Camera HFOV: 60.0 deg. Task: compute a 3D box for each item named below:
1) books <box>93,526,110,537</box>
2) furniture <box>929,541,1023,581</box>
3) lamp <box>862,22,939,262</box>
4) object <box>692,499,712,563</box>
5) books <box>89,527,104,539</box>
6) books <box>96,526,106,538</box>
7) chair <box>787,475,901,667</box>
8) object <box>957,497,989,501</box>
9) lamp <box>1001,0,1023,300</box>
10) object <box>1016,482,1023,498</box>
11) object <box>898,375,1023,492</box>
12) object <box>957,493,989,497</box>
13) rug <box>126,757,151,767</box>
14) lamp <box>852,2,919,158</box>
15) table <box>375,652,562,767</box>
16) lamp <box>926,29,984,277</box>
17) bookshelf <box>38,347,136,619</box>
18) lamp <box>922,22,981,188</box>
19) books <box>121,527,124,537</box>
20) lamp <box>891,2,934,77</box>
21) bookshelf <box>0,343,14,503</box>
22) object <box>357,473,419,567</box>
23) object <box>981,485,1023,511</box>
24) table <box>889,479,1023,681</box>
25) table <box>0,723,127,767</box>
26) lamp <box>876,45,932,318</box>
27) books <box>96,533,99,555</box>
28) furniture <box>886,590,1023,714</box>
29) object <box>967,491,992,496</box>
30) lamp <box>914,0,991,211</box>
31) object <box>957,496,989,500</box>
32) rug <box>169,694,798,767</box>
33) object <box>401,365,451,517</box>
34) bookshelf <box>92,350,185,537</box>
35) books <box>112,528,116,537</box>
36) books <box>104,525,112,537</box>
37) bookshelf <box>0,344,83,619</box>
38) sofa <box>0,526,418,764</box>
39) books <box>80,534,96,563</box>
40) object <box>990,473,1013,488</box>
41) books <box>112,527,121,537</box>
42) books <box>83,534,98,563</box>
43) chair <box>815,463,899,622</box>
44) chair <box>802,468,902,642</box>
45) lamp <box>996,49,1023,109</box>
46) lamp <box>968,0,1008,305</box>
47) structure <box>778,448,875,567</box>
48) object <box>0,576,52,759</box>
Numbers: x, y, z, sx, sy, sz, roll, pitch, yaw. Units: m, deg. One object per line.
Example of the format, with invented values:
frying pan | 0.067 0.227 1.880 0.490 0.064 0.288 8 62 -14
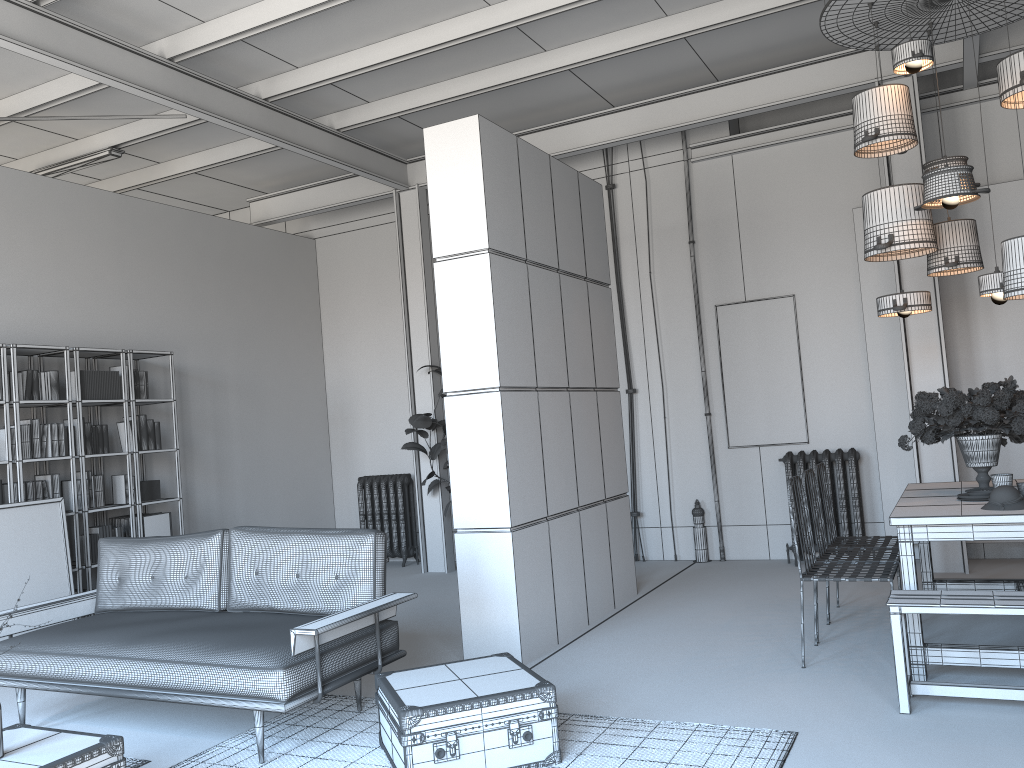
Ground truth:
books | -3.274 1.270 7.059 0.202 0.278 0.027 -6 -3 27
furniture | 3.409 1.155 5.885 1.260 0.478 0.300 -6 -3 27
lamp | 2.295 -1.500 5.403 0.470 1.447 0.415 -4 -3 -3
object | 1.758 1.392 8.233 0.206 0.647 0.173 -3 -3 -28
books | -3.298 1.270 7.010 0.202 0.278 0.027 -6 -3 27
books | -3.287 1.270 7.035 0.202 0.278 0.027 -6 -3 27
chair | 1.798 0.975 4.765 0.488 0.975 0.474 -6 -3 27
object | 2.503 0.611 4.731 0.236 0.015 0.236 -5 -3 -1
lamp | 2.583 -1.367 4.524 0.352 1.845 0.312 -2 -4 -38
object | 2.652 0.549 4.586 0.071 0.076 0.071 -6 -3 24
object | 2.662 0.294 5.122 0.782 0.654 0.697 -6 -3 29
object | 2.499 0.601 4.741 0.211 0.024 0.211 -4 -3 -21
rug | -3.197 1.824 3.714 2.524 0.007 1.961 -6 -3 27
lamp | 2.122 -1.789 5.139 0.392 0.870 0.346 -4 -3 -3
table | -0.189 1.433 3.817 0.706 0.330 0.667 -4 -3 -18
lamp | 2.707 -1.472 5.578 0.364 1.553 0.322 -4 -3 -18
bookshelf | -3.381 0.870 7.102 0.455 2.276 0.455 -6 -3 27
lamp | 2.641 -1.701 5.485 0.301 1.094 0.359 -7 -4 45
books | -3.209 1.285 7.186 0.184 0.254 0.025 -6 -3 27
lamp | 2.156 -1.961 4.818 0.202 0.564 0.253 -3 -3 -25
bookshelf | -3.846 0.863 6.212 0.455 2.276 0.455 -6 -3 27
object | -1.350 1.490 9.648 0.733 1.007 0.328 -6 -3 27
object | 2.416 0.598 4.328 0.236 0.211 0.260 -7 -4 45
table | 2.817 1.006 4.809 1.239 0.819 1.784 -6 -3 27
table | -1.892 1.543 3.255 0.706 0.330 0.667 -6 -3 27
lamp | 2.458 -1.320 5.750 0.323 1.798 0.404 -4 -3 -5
books | -3.308 1.294 6.986 0.165 0.227 0.022 -6 -3 27
furniture | 2.282 1.140 3.720 1.260 0.478 0.300 -6 -3 27
object | 2.517 0.594 4.758 0.135 0.029 0.135 -6 -3 19
lamp | 2.353 -1.601 4.880 0.359 1.306 0.301 -6 -3 20
object | 2.499 0.606 4.740 0.211 0.024 0.211 -2 -4 -44
rug | -0.355 1.581 3.429 2.524 0.007 1.961 -6 -3 27
object | -0.513 0.758 8.661 0.868 2.157 1.270 -6 -3 27
bookshelf | -3.153 0.873 7.540 0.455 2.276 0.455 -6 -3 27
books | -3.259 1.288 7.132 0.180 0.244 0.057 -6 -3 27
books | -3.262 1.270 7.084 0.202 0.278 0.027 -6 -3 27
bookshelf | -3.608 0.865 6.641 0.455 2.276 0.455 -6 -3 27
sofa | -1.684 1.263 4.607 2.347 0.948 0.952 -6 -3 27
books | -3.328 1.293 6.946 0.165 0.227 0.022 -6 -3 27
object | 2.508 0.535 4.529 0.102 0.146 0.102 -4 -3 -8
books | -3.219 1.285 7.163 0.184 0.254 0.025 -6 -3 27
books | -3.319 1.294 6.966 0.165 0.227 0.022 -6 -3 27
chair | 2.253 0.982 5.662 0.488 0.975 0.474 -6 -3 27
chair | 2.028 0.978 5.219 0.488 0.975 0.474 -6 -3 27
lamp | 2.928 -1.949 4.970 0.403 0.687 0.505 -5 -3 5
lamp | 2.671 -1.356 5.022 0.202 1.831 0.253 -3 -3 -25
structure | 2.693 1.063 7.603 0.733 1.007 0.328 -6 -3 27
object | -1.939 1.035 3.294 0.443 0.709 0.194 -3 -3 -23
